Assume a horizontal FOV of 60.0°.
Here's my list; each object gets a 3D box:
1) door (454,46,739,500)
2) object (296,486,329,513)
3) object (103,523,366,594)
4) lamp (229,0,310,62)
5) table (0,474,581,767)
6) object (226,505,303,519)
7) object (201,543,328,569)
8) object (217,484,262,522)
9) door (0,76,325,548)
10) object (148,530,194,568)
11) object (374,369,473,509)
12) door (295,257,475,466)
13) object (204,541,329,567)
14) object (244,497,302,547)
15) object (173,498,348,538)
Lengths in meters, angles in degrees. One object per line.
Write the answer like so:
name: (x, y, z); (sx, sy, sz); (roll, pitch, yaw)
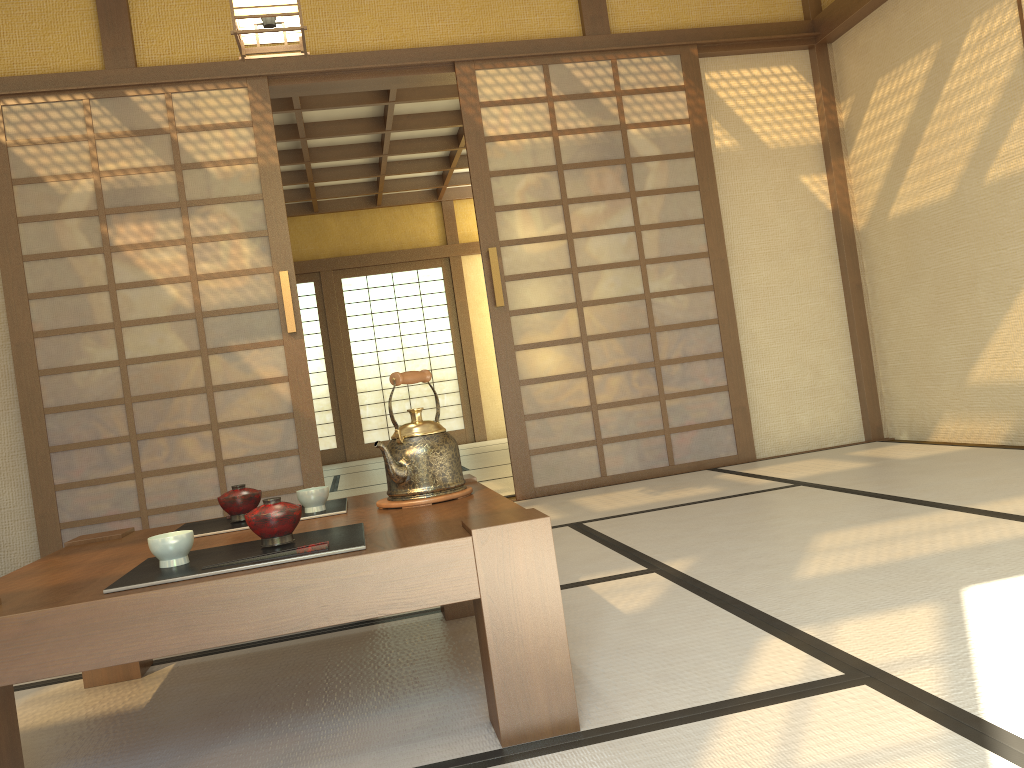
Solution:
door: (0.458, -0.610, 4.668); (1.230, 2.265, 0.076); (-8, 0, -10)
object: (-0.458, 0.268, 2.049); (0.074, 0.052, 0.073); (-8, 0, 33)
object: (-0.456, 0.294, 1.535); (0.400, 0.007, 0.300); (-8, 0, -10)
lamp: (-0.874, -1.657, 2.957); (0.240, 1.129, 0.240); (-8, 0, -10)
table: (-0.489, 0.471, 1.833); (1.000, 0.350, 1.000); (-8, 0, -10)
object: (-0.601, 0.312, 2.191); (0.200, 0.008, 0.008); (-8, 0, -17)
object: (-0.398, 0.278, 1.431); (0.200, 0.008, 0.008); (-8, 0, -10)
object: (-0.633, 0.276, 2.068); (0.100, 0.080, 0.100); (-8, 0, -10)
door: (-1.651, -0.311, 4.280); (1.230, 2.265, 0.076); (-8, 0, -10)
object: (-0.578, 0.282, 1.511); (0.074, 0.052, 0.073); (-8, 0, 33)
object: (-0.217, 0.117, 2.009); (0.219, 0.296, 0.226); (-8, 0, -15)
door: (-2.005, -0.203, 10.319); (2.890, 2.230, 0.140); (-8, 0, -10)
object: (-0.400, 0.279, 1.449); (0.200, 0.008, 0.008); (-8, 0, -14)
object: (-0.420, 0.243, 1.572); (0.100, 0.080, 0.100); (-8, 0, -10)
object: (-0.590, 0.317, 2.087); (0.400, 0.007, 0.300); (-8, 0, -10)
